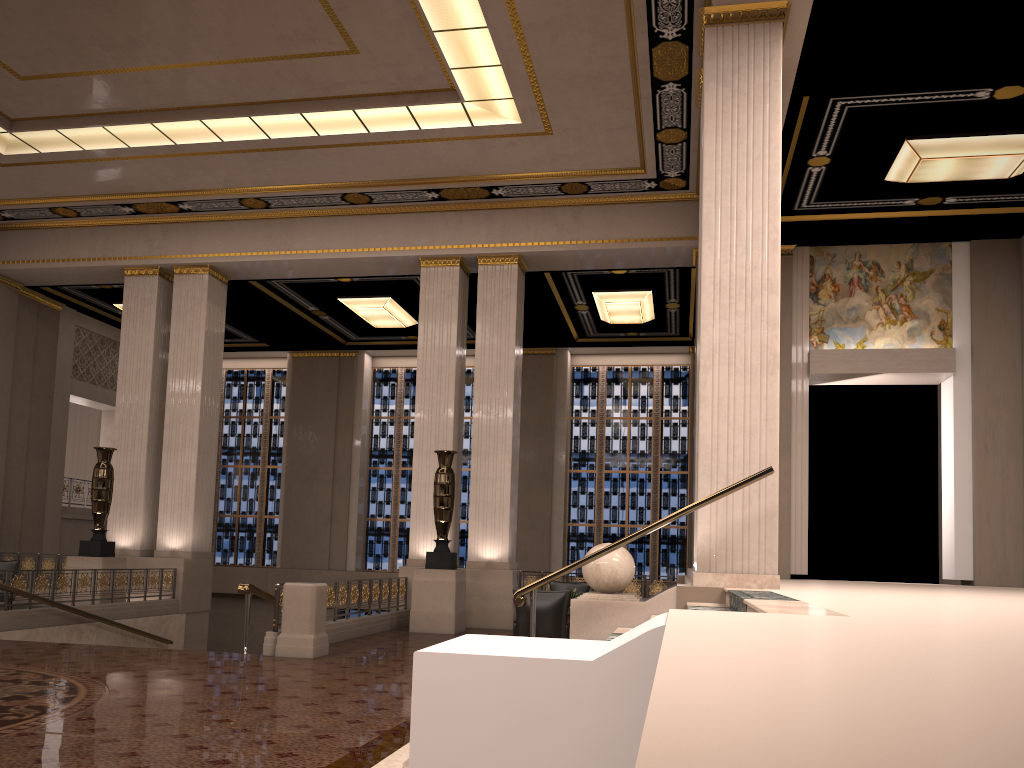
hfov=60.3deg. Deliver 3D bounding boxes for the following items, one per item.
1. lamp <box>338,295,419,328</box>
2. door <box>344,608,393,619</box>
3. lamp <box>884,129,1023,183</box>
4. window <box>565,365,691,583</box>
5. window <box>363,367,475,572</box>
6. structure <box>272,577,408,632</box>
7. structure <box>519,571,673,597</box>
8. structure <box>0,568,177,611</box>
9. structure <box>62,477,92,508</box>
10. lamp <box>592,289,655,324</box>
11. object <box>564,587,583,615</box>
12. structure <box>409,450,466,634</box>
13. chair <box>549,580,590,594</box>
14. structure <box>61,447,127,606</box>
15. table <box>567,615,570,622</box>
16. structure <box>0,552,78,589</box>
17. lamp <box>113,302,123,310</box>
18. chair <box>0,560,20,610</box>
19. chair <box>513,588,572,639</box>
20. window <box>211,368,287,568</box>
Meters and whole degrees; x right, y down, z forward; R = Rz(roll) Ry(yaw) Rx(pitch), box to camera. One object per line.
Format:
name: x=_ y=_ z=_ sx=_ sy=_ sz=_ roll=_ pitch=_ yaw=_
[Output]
lamp: x=-2.903 y=-1.546 z=19.353 sx=1.167 sy=0.212 sz=2.047 roll=0 pitch=-11 yaw=11
door: x=-3.646 y=7.006 z=22.168 sx=1.491 sy=2.698 sz=0.157 roll=1 pitch=-5 yaw=11
lamp: x=5.804 y=-2.849 z=11.272 sx=1.715 sy=0.212 sz=1.186 roll=0 pitch=-11 yaw=11
window: x=2.870 y=2.179 z=21.830 sx=2.986 sy=5.307 sz=0.070 roll=1 pitch=-5 yaw=11
window: x=-2.315 y=2.204 z=22.824 sx=2.986 sy=5.307 sz=0.070 roll=1 pitch=-5 yaw=11
structure: x=-2.217 y=2.996 z=12.271 sx=0.079 sy=0.530 sz=5.010 roll=1 pitch=-11 yaw=10
structure: x=1.357 y=3.448 z=14.529 sx=2.534 sy=0.648 sz=0.032 roll=0 pitch=-5 yaw=11
structure: x=-6.374 y=3.016 z=13.068 sx=0.079 sy=0.530 sz=5.010 roll=1 pitch=-11 yaw=12
structure: x=-9.898 y=2.565 z=20.449 sx=0.031 sy=0.659 sz=2.187 roll=1 pitch=-11 yaw=11
lamp: x=2.351 y=-1.571 z=18.346 sx=1.167 sy=0.212 sz=2.047 roll=0 pitch=-11 yaw=11
object: x=0.763 y=2.858 z=11.623 sx=0.504 sy=0.372 sz=0.529 roll=-6 pitch=-12 yaw=43
structure: x=-1.093 y=2.428 z=13.652 sx=0.700 sy=2.761 sz=0.707 roll=1 pitch=-5 yaw=11
chair: x=0.855 y=3.402 z=13.310 sx=0.647 sy=0.835 sz=0.727 roll=1 pitch=-8 yaw=6
structure: x=-6.916 y=2.456 z=14.767 sx=0.700 sy=2.761 sz=0.707 roll=1 pitch=-5 yaw=11
table: x=0.766 y=3.263 z=11.600 sx=0.838 sy=0.430 sz=1.497 roll=0 pitch=-11 yaw=11
structure: x=-8.898 y=3.498 z=16.493 sx=2.534 sy=0.648 sz=0.032 roll=0 pitch=-5 yaw=11
lamp: x=-8.068 y=-1.521 z=20.342 sx=1.167 sy=0.212 sz=2.047 roll=0 pitch=-11 yaw=11
chair: x=-8.901 y=3.448 z=15.176 sx=0.650 sy=0.835 sz=0.724 roll=5 pitch=-8 yaw=-24
chair: x=0.365 y=2.718 z=9.916 sx=0.647 sy=0.835 sz=0.727 roll=1 pitch=-8 yaw=11
window: x=-7.326 y=2.229 z=23.784 sx=2.986 sy=5.307 sz=0.070 roll=1 pitch=-5 yaw=11
